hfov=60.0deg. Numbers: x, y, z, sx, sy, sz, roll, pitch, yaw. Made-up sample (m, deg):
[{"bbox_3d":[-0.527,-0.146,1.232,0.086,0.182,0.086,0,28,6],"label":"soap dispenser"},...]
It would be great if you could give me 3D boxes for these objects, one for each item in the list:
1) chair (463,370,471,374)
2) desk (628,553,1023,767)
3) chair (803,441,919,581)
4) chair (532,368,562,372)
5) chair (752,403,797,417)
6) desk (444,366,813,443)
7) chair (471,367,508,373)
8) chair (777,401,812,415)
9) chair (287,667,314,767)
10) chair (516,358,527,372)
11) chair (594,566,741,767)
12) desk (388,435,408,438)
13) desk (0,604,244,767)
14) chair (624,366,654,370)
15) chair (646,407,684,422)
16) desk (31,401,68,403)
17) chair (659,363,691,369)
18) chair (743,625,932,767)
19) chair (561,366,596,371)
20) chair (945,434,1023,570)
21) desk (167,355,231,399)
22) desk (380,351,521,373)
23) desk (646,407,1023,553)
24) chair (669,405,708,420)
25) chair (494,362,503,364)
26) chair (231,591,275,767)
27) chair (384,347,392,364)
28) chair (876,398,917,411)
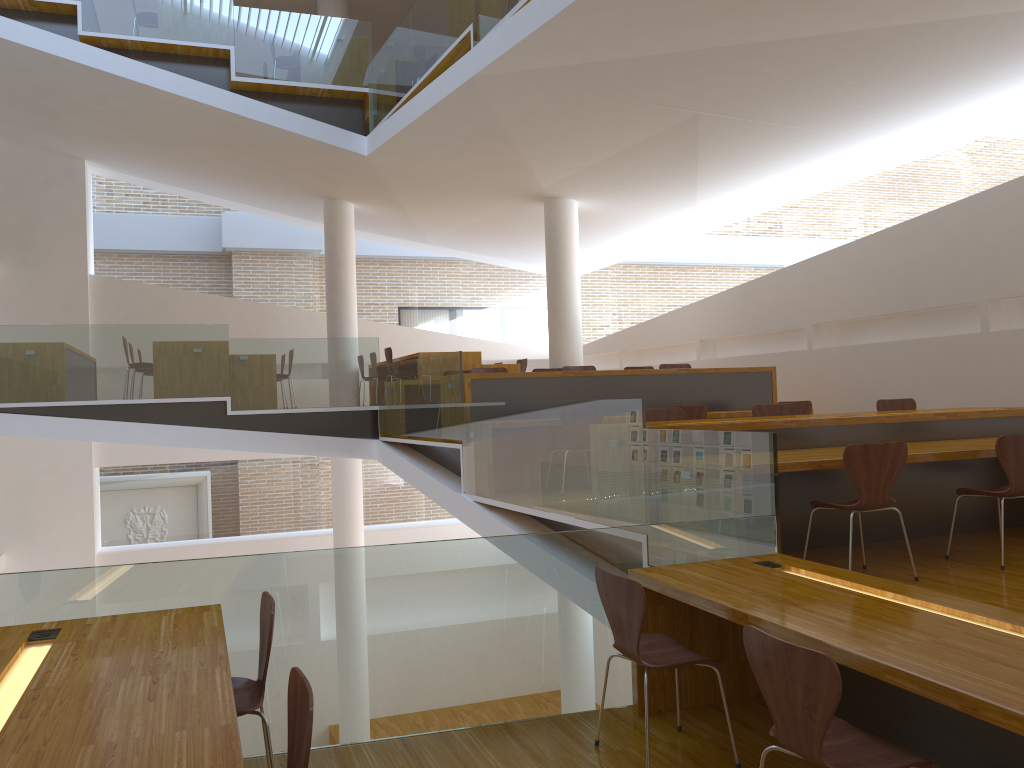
[{"bbox_3d":[-0.562,0.206,9.430,0.428,0.693,0.381,-2,-1,-20],"label":"chair"},{"bbox_3d":[1.394,1.030,2.364,0.760,0.606,3.185,-2,-1,-20],"label":"desk"},{"bbox_3d":[1.733,0.637,4.480,0.428,0.693,0.381,-2,-1,-20],"label":"chair"},{"bbox_3d":[0.351,0.181,9.759,0.428,0.693,0.381,-2,-1,-20],"label":"chair"},{"bbox_3d":[2.034,0.489,6.497,0.428,0.693,0.381,-2,-1,-20],"label":"chair"},{"bbox_3d":[1.080,0.382,8.284,3.216,1.022,1.248,-2,-1,-20],"label":"desk"},{"bbox_3d":[-0.158,0.179,8.634,0.428,0.693,0.381,-2,-1,-20],"label":"chair"},{"bbox_3d":[2.494,0.504,8.129,0.428,0.693,0.381,-2,-1,-20],"label":"chair"},{"bbox_3d":[-0.633,1.044,1.979,0.381,0.693,0.428,-2,-1,-20],"label":"chair"},{"bbox_3d":[-0.015,0.023,11.534,0.381,0.693,0.428,-2,-1,-20],"label":"chair"},{"bbox_3d":[0.551,1.026,3.264,0.381,0.693,0.428,-2,-1,-20],"label":"chair"},{"bbox_3d":[0.304,0.232,10.169,3.356,0.606,0.760,-2,-1,-20],"label":"desk"},{"bbox_3d":[-1.155,1.260,1.642,1.285,0.918,3.236,-2,-1,-20],"label":"desk"},{"bbox_3d":[1.390,0.153,10.175,0.428,0.693,0.381,-2,-1,-20],"label":"chair"},{"bbox_3d":[1.121,0.514,6.168,0.428,0.693,0.381,-2,-1,-20],"label":"chair"},{"bbox_3d":[-5.425,-0.069,10.356,0.760,0.606,3.194,-2,-1,-20],"label":"desk"},{"bbox_3d":[1.809,0.124,9.303,0.428,0.693,0.381,-2,-1,-20],"label":"chair"},{"bbox_3d":[0.879,0.999,2.350,0.381,0.693,0.428,-2,-1,-20],"label":"chair"},{"bbox_3d":[0.755,0.154,8.963,0.428,0.693,0.381,-2,-1,-20],"label":"chair"},{"bbox_3d":[2.646,0.612,4.809,0.428,0.693,0.381,-2,-1,-20],"label":"chair"},{"bbox_3d":[-3.698,-0.041,10.975,1.248,0.757,3.196,-2,-1,-20],"label":"desk"},{"bbox_3d":[-1.018,0.039,12.005,1.247,0.762,3.194,-2,-1,-20],"label":"desk"},{"bbox_3d":[2.310,0.591,5.564,3.243,0.785,1.527,-2,-1,-20],"label":"desk"},{"bbox_3d":[1.455,0.532,7.714,0.428,0.693,0.381,-2,-1,-20],"label":"chair"},{"bbox_3d":[-0.344,0.049,12.448,0.381,0.693,0.428,-2,-1,-20],"label":"chair"},{"bbox_3d":[-0.961,1.070,2.893,0.381,0.693,0.428,-2,-1,-20],"label":"chair"},{"bbox_3d":[-1.321,-0.091,10.692,0.381,0.693,0.428,-2,-1,-20],"label":"chair"},{"bbox_3d":[3.099,0.459,6.841,0.428,0.693,0.381,-2,-1,-20],"label":"chair"}]
